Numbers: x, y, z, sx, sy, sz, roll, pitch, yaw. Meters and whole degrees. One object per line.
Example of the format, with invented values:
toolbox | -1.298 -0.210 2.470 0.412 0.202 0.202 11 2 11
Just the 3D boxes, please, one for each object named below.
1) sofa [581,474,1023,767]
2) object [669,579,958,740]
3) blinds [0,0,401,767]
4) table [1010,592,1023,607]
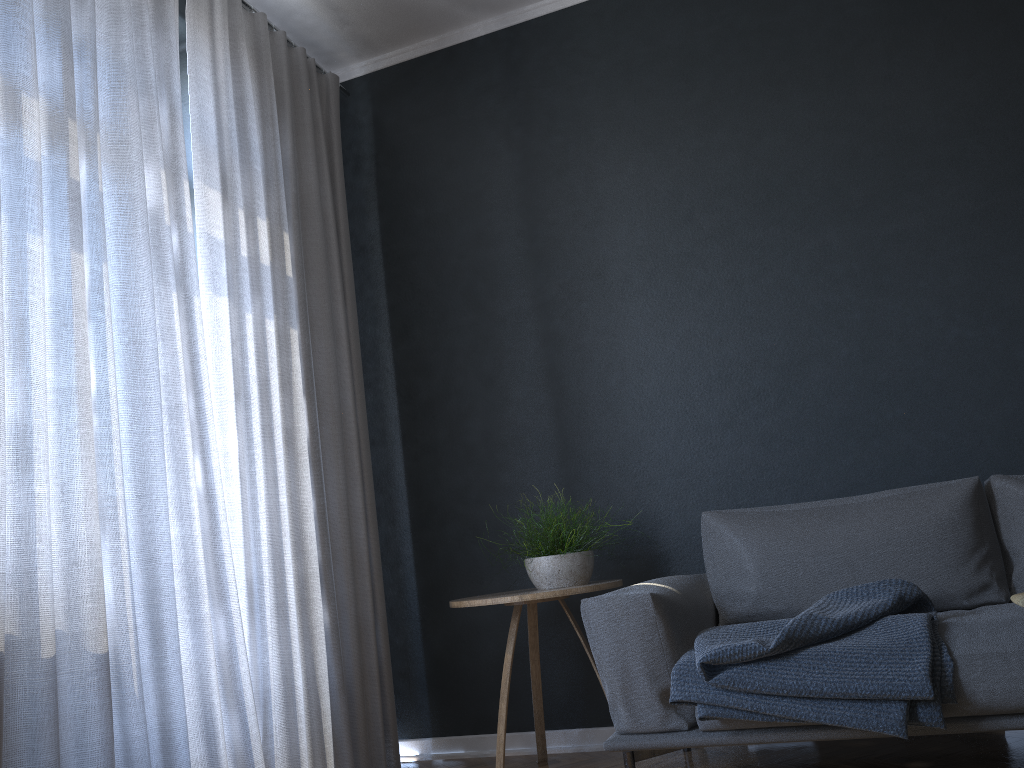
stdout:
sofa | 1.422 0.628 2.429 2.342 0.796 0.972 -11 -12 18
object | 0.783 0.711 2.321 0.667 0.328 0.491 -12 -12 23
blinds | -1.286 -0.193 1.758 0.312 2.781 4.001 -11 -12 18
table | 1.257 0.551 1.314 0.788 0.548 0.340 -11 -11 18
